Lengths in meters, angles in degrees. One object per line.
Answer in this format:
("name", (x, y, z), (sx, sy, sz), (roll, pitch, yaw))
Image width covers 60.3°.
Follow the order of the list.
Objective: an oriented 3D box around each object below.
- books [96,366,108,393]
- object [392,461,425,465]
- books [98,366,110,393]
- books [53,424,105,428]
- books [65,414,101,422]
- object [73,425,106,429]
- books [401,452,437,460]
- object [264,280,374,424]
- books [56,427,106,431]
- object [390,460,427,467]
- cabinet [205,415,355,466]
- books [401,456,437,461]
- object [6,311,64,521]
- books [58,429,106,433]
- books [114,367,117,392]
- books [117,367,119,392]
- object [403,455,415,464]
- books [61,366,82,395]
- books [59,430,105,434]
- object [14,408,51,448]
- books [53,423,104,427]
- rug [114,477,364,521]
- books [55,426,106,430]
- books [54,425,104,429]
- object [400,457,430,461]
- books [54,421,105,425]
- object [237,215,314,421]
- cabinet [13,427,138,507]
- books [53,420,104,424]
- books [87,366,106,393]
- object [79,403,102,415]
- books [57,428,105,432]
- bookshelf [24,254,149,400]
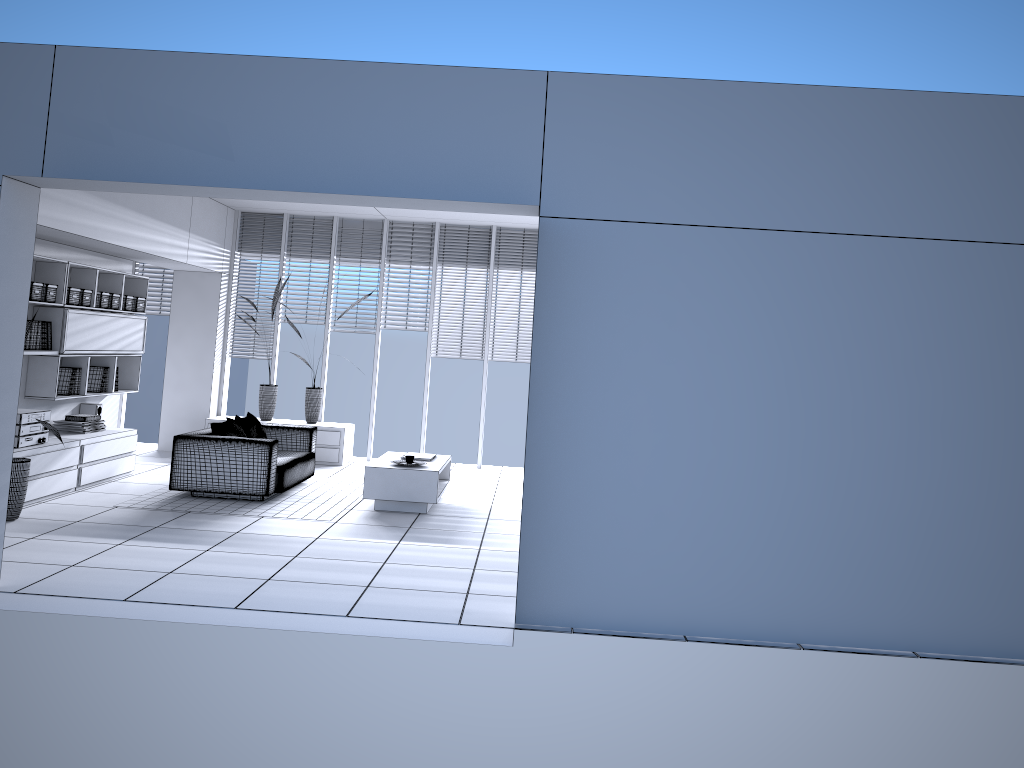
("books", (-4.199, -0.047, 8.874), (0.207, 0.262, 0.074), (4, -4, 1))
("object", (-0.931, 0.712, 7.932), (0.216, 0.012, 0.215), (2, 3, -42))
("books", (-4.201, -0.050, 8.941), (0.207, 0.260, 0.050), (3, -4, 2))
("books", (-4.132, 0.392, 8.430), (0.285, 0.008, 0.414), (4, 2, 3))
("books", (-4.099, 0.325, 8.426), (0.207, 0.050, 0.257), (4, 2, 7))
("object", (-4.137, 0.403, 8.445), (0.285, 0.008, 0.414), (4, 2, 3))
("books", (-0.895, 0.695, 8.521), (0.285, 0.008, 0.414), (4, 2, 3))
("object", (-2.431, -0.451, 10.645), (1.550, 1.877, 0.688), (4, -4, -4))
("books", (-4.131, 0.422, 8.455), (0.285, 0.008, 0.414), (4, 2, 3))
("object", (-0.930, 0.719, 7.935), (0.330, 0.025, 0.327), (5, 2, 31))
("cabinet", (-2.821, 0.684, 10.727), (1.675, 0.453, 0.595), (4, 0, 2))
("books", (-0.896, 0.709, 8.531), (0.285, 0.008, 0.414), (4, 2, 3))
("object", (-3.757, 0.190, 6.607), (1.177, 1.595, 0.248), (2, -4, 34))
("books", (-4.134, 0.442, 8.460), (0.285, 0.008, 0.414), (4, 2, 3))
("books", (-4.203, -0.055, 9.142), (0.207, 0.262, 0.074), (3, -4, 2))
("books", (-4.201, -0.056, 9.174), (0.207, 0.262, 0.074), (3, -4, 2))
("object", (-0.926, 0.682, 7.935), (0.096, 0.070, 0.084), (4, -1, -17))
("books", (-4.214, -0.031, 8.389), (0.207, 0.260, 0.050), (3, -4, 2))
("books", (-4.135, 0.450, 8.453), (0.285, 0.008, 0.414), (4, 2, 3))
("object", (-4.078, 0.357, 7.256), (0.347, 0.271, 0.429), (4, 0, 1))
("books", (-4.139, 0.382, 8.413), (0.285, 0.008, 0.414), (4, 2, 3))
("rug", (-2.348, 1.020, 8.310), (1.798, 0.001, 2.226), (4, 2, 1))
("books", (-4.130, 0.413, 8.462), (0.285, 0.008, 0.414), (4, 2, 3))
("books", (-4.133, 0.401, 8.423), (0.285, 0.008, 0.414), (4, 2, 3))
("object", (-0.906, 0.702, 8.521), (0.285, 0.008, 0.414), (4, 2, 3))
("books", (-4.128, 0.364, 8.432), (0.285, 0.008, 0.414), (4, 2, 3))
("object", (-2.913, -1.057, 11.028), (1.429, 3.006, 0.490), (2, -5, 30))
("cabinet", (-4.110, 0.705, 7.817), (0.574, 0.451, 2.263), (4, 2, 1))
("books", (-4.135, 0.354, 8.415), (0.285, 0.008, 0.414), (4, 2, 3))
("books", (-4.199, -0.046, 8.842), (0.207, 0.262, 0.074), (3, -4, 1))
("object", (-4.260, 0.315, 8.913), (0.177, 0.233, 0.118), (3, -3, 2))
("books", (-4.141, 0.431, 8.443), (0.285, 0.008, 0.414), (4, 2, 3))
("bookshelf", (-4.174, -0.499, 8.190), (0.327, 1.257, 2.809), (3, 1, 1))
